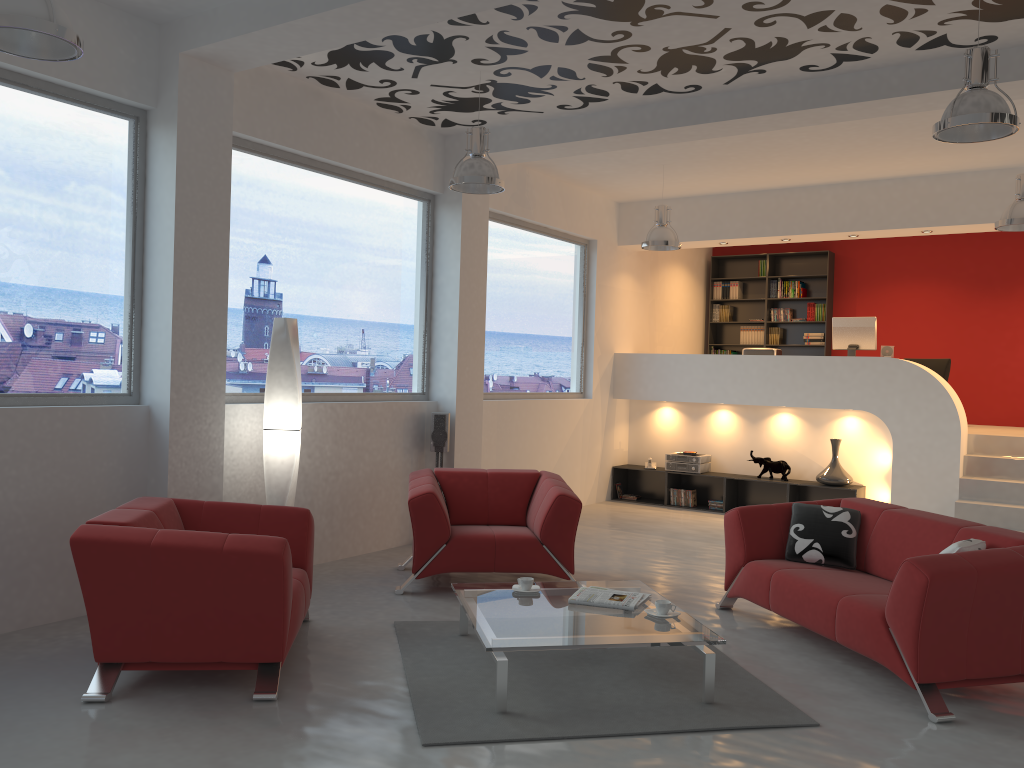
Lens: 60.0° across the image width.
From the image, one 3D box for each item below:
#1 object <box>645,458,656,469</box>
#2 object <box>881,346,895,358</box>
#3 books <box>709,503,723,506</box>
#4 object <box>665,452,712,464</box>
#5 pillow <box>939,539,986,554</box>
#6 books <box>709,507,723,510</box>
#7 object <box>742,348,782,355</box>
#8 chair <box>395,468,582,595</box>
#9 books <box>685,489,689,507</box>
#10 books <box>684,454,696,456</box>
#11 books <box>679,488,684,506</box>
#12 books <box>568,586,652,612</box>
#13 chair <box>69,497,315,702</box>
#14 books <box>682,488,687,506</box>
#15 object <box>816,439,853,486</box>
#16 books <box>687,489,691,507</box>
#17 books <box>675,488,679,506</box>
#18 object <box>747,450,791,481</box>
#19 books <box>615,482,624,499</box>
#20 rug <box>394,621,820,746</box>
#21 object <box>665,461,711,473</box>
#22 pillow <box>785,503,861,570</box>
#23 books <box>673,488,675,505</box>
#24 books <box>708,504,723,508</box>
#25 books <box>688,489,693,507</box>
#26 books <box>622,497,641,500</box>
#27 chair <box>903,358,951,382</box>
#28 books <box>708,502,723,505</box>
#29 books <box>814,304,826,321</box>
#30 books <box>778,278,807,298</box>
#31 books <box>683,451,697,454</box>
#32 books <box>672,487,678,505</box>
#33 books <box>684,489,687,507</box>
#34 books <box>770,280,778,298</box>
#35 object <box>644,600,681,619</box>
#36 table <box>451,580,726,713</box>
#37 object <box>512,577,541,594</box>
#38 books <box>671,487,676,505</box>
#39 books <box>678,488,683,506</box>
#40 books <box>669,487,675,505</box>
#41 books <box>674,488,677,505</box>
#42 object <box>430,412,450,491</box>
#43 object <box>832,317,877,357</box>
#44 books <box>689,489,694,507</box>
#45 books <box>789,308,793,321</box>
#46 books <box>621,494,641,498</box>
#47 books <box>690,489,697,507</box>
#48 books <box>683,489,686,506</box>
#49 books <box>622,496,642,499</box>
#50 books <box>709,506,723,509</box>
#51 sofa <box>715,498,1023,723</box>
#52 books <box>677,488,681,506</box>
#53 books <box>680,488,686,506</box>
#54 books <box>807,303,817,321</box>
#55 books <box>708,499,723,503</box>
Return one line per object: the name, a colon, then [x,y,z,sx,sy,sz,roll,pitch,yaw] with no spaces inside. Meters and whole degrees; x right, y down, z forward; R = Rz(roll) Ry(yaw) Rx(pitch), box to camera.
object: [1.620,0.923,10.351,0.130,0.117,0.146,2,1,9]
object: [3.994,-0.332,9.436,0.133,0.147,0.151,2,1,17]
books: [2.324,1.349,9.948,0.190,0.015,0.135,2,1,34]
object: [2.024,0.848,10.186,0.430,0.077,0.349,2,1,34]
pillow: [2.149,0.932,4.386,0.288,0.343,0.402,2,1,41]
books: [2.321,1.394,9.950,0.190,0.015,0.135,2,1,29]
object: [2.907,-0.302,10.198,0.397,0.217,0.458,2,1,34]
chair: [-0.158,1.015,6.262,1.288,0.738,0.951,2,1,-6]
books: [2.011,1.295,10.097,0.031,0.190,0.135,2,1,34]
books: [2.034,0.803,10.140,0.135,0.015,0.190,2,1,14]
books: [1.949,1.293,10.139,0.031,0.190,0.135,2,1,34]
books: [0.502,1.114,4.614,0.367,0.035,0.345,2,1,24]
chair: [-1.517,0.995,4.454,0.951,0.738,1.288,2,1,-6]
books: [1.974,1.294,10.122,0.031,0.190,0.135,2,1,34]
object: [3.378,0.818,9.275,0.369,0.481,0.369,2,1,-1]
books: [2.024,1.296,10.089,0.031,0.190,0.135,2,1,34]
books: [1.912,1.291,10.164,0.031,0.190,0.135,2,1,34]
object: [2.812,0.888,9.682,0.191,0.296,0.507,1,1,-41]
books: [1.287,1.273,10.582,0.063,0.187,0.135,2,1,34]
rug: [0.317,1.416,4.452,1.700,0.025,1.700,2,1,-11]
object: [2.016,0.946,10.180,0.430,0.100,0.365,2,1,34]
pillow: [1.876,0.912,5.346,0.402,0.343,0.288,2,1,26]
books: [1.887,1.290,10.181,0.031,0.190,0.135,2,1,34]
books: [2.319,1.364,9.951,0.190,0.015,0.135,2,1,39]
books: [2.036,1.296,10.081,0.031,0.190,0.135,2,1,34]
books: [1.422,1.359,10.551,0.190,0.015,0.135,2,1,34]
chair: [4.695,0.083,10.470,0.768,0.795,0.664,1,1,-36]
books: [2.317,1.334,9.944,0.190,0.015,0.135,2,1,34]
books: [4.168,-0.953,11.947,0.146,0.240,0.170,2,1,34]
books: [3.837,-1.306,12.144,0.341,0.286,0.231,2,1,34]
books: [2.037,0.788,10.150,0.135,0.015,0.190,2,1,19]
books: [1.874,1.290,10.189,0.031,0.190,0.135,2,1,34]
books: [1.999,1.295,10.106,0.031,0.190,0.135,2,1,34]
books: [3.652,-1.298,12.295,0.090,0.256,0.181,2,1,34]
object: [0.743,1.108,4.371,0.153,0.069,0.153,1,1,-30]
table: [0.310,1.271,4.448,1.097,0.286,1.162,2,1,-11]
object: [0.078,1.082,4.772,0.153,0.069,0.153,2,1,0]
books: [1.862,1.289,10.197,0.031,0.190,0.135,2,1,34]
books: [1.937,1.292,10.147,0.031,0.190,0.135,2,1,34]
books: [1.849,1.289,10.206,0.031,0.190,0.135,2,1,34]
books: [1.899,1.291,10.172,0.031,0.190,0.135,2,1,34]
object: [-0.618,0.798,7.497,0.214,1.112,0.229,2,1,-1]
object: [3.697,-0.495,9.576,0.458,0.452,0.230,2,1,34]
books: [2.049,1.297,10.072,0.031,0.190,0.135,2,1,34]
books: [3.833,-0.942,12.181,0.031,0.190,0.135,2,1,34]
books: [1.414,1.329,10.557,0.190,0.015,0.135,2,1,34]
books: [2.061,1.297,10.064,0.031,0.190,0.135,2,1,34]
books: [1.987,1.294,10.114,0.031,0.190,0.135,2,1,34]
books: [1.427,1.344,10.548,0.190,0.015,0.135,2,1,34]
books: [2.327,1.380,9.946,0.190,0.015,0.135,2,1,34]
sofa: [1.999,1.098,4.883,0.951,0.738,1.929,2,1,-16]
books: [1.924,1.292,10.156,0.031,0.190,0.135,2,1,34]
books: [1.962,1.293,10.131,0.031,0.190,0.135,2,1,34]
books: [4.069,-0.965,12.014,0.090,0.256,0.181,2,1,34]
books: [2.314,1.319,9.955,0.190,0.015,0.135,2,1,29]
